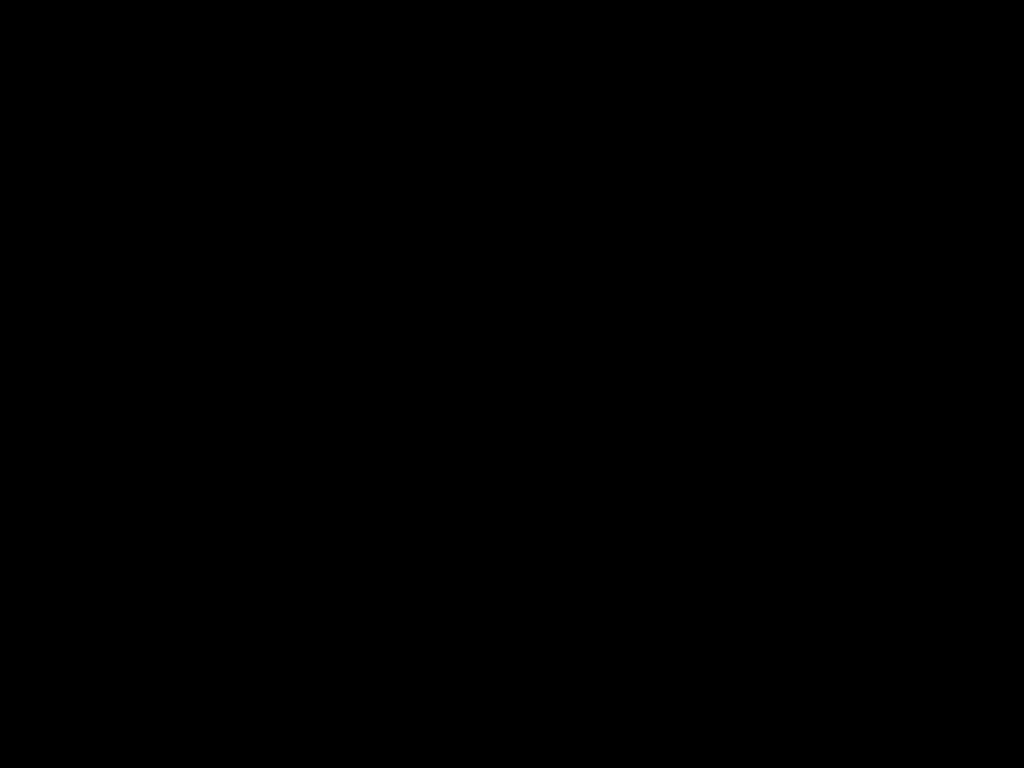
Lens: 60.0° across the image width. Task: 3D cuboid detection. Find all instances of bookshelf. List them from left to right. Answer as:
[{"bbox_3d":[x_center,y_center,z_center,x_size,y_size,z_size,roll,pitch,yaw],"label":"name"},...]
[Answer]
[{"bbox_3d":[-1.048,0.133,0.348,0.643,0.303,1.495,-2,10,18],"label":"bookshelf"}]
